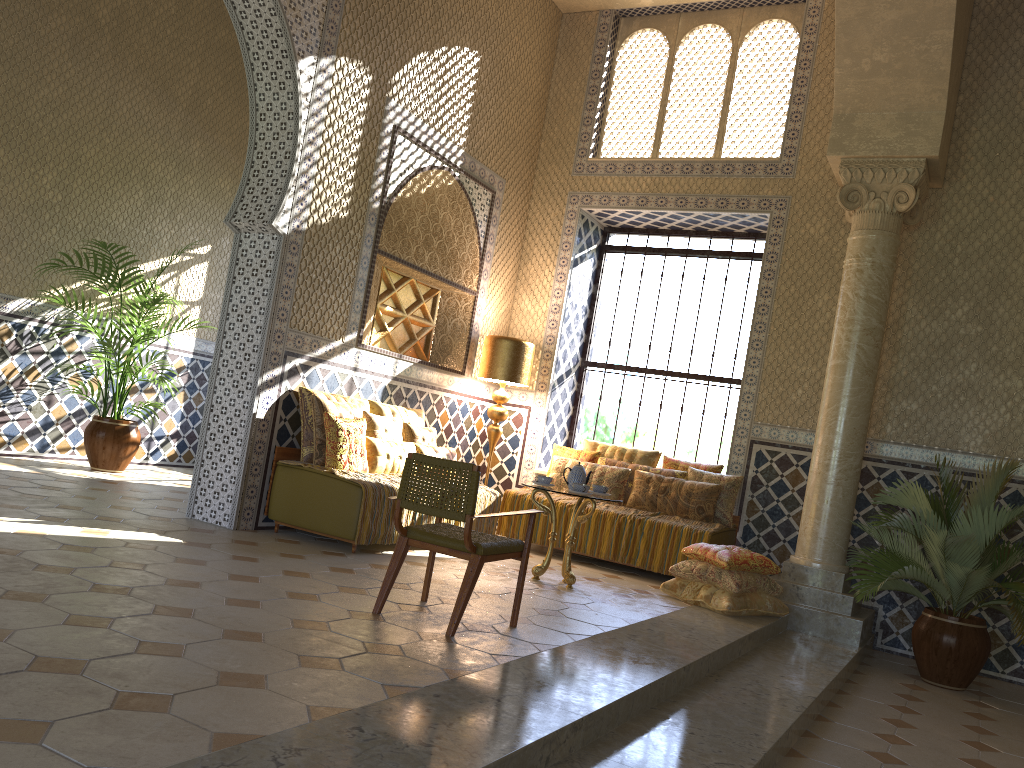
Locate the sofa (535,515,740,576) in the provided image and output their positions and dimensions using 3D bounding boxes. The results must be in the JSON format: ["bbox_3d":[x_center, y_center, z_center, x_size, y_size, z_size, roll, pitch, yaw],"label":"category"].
[{"bbox_3d":[1.409,1.952,11.757,2.839,0.937,1.280,8,-3,28],"label":"sofa"}]

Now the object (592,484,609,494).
[{"bbox_3d":[0.955,1.152,9.603,0.183,0.100,0.184,9,-3,17],"label":"object"}]

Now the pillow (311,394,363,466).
[{"bbox_3d":[-1.923,0.562,9.803,0.382,0.780,0.838,9,-2,29],"label":"pillow"}]

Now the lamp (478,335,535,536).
[{"bbox_3d":[-0.258,0.749,12.645,0.737,2.812,0.737,10,0,-2],"label":"lamp"}]

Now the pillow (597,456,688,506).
[{"bbox_3d":[1.682,1.375,11.947,1.336,0.615,0.372,8,-2,28],"label":"pillow"}]

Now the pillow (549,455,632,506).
[{"bbox_3d":[1.009,1.323,12.060,1.187,0.546,0.330,8,-2,28],"label":"pillow"}]

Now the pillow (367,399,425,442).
[{"bbox_3d":[-1.429,0.686,11.149,0.421,0.832,1.198,9,-2,29],"label":"pillow"}]

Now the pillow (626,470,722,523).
[{"bbox_3d":[2.073,1.470,11.480,1.187,0.546,0.330,8,-2,28],"label":"pillow"}]

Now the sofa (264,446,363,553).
[{"bbox_3d":[-1.395,1.390,10.404,1.269,0.936,2.864,8,-3,29],"label":"sofa"}]

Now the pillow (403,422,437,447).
[{"bbox_3d":[-1.147,0.841,11.129,0.312,0.637,0.685,9,-2,29],"label":"pillow"}]

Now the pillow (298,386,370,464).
[{"bbox_3d":[-1.987,0.527,10.095,0.421,0.832,1.198,9,-2,29],"label":"pillow"}]

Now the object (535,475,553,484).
[{"bbox_3d":[0.341,1.043,9.538,0.183,0.100,0.183,9,-3,10],"label":"object"}]

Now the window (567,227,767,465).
[{"bbox_3d":[-0.241,-0.733,14.430,8.455,3.988,0.576,8,-1,25],"label":"window"}]

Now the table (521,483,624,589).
[{"bbox_3d":[0.558,1.621,9.366,1.105,0.980,1.097,11,-2,-32],"label":"table"}]

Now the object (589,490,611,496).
[{"bbox_3d":[0.948,1.190,9.604,0.255,0.032,0.256,9,-3,7],"label":"object"}]

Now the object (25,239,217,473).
[{"bbox_3d":[-5.527,-0.536,12.397,2.247,3.551,2.767,9,-2,32],"label":"object"}]

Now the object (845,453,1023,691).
[{"bbox_3d":[4.832,1.955,9.269,2.635,2.501,2.172,9,-2,15],"label":"object"}]

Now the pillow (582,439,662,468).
[{"bbox_3d":[1.423,1.248,12.370,1.188,0.832,0.424,8,-1,28],"label":"pillow"}]

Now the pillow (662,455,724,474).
[{"bbox_3d":[2.345,1.409,11.930,0.852,0.800,0.395,9,-1,29],"label":"pillow"}]

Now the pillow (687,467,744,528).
[{"bbox_3d":[2.564,1.468,11.492,0.738,0.693,0.342,9,-1,29],"label":"pillow"}]

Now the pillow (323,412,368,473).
[{"bbox_3d":[-1.779,0.668,9.553,0.343,0.651,0.688,9,-2,28],"label":"pillow"}]

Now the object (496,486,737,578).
[{"bbox_3d":[1.347,1.930,11.721,2.875,0.717,1.321,8,-3,29],"label":"object"}]

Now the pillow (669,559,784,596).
[{"bbox_3d":[2.349,2.133,9.722,0.885,0.347,0.928,12,-4,-41],"label":"pillow"}]

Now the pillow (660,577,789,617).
[{"bbox_3d":[2.336,2.335,9.721,1.048,0.368,0.987,12,-4,-36],"label":"pillow"}]

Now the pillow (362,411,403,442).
[{"bbox_3d":[-1.516,0.705,10.422,0.339,0.693,0.744,9,-2,29],"label":"pillow"}]

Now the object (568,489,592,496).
[{"bbox_3d":[0.694,1.111,9.021,0.255,0.032,0.257,8,-4,25],"label":"object"}]

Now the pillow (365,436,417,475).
[{"bbox_3d":[-1.402,0.872,10.246,0.270,0.450,0.987,9,-3,29],"label":"pillow"}]

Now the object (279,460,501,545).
[{"bbox_3d":[-1.346,1.387,10.364,1.309,0.717,2.901,8,-4,29],"label":"object"}]

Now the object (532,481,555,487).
[{"bbox_3d":[0.334,1.081,9.538,0.255,0.032,0.256,9,-3,7],"label":"object"}]

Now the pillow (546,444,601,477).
[{"bbox_3d":[0.820,1.227,12.442,0.738,0.693,0.342,9,-1,29],"label":"pillow"}]

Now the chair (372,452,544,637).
[{"bbox_3d":[-0.423,1.176,6.711,0.947,1.209,0.911,9,-2,29],"label":"chair"}]

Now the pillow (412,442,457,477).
[{"bbox_3d":[-0.966,0.997,11.071,0.270,0.450,0.987,9,-3,29],"label":"pillow"}]

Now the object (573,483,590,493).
[{"bbox_3d":[0.701,1.074,9.021,0.182,0.100,0.184,8,-3,25],"label":"object"}]

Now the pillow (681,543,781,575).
[{"bbox_3d":[2.394,1.928,9.708,0.751,0.310,0.802,11,-3,-27],"label":"pillow"}]

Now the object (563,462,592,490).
[{"bbox_3d":[0.690,0.986,9.403,0.272,0.323,0.200,9,-1,18],"label":"object"}]
